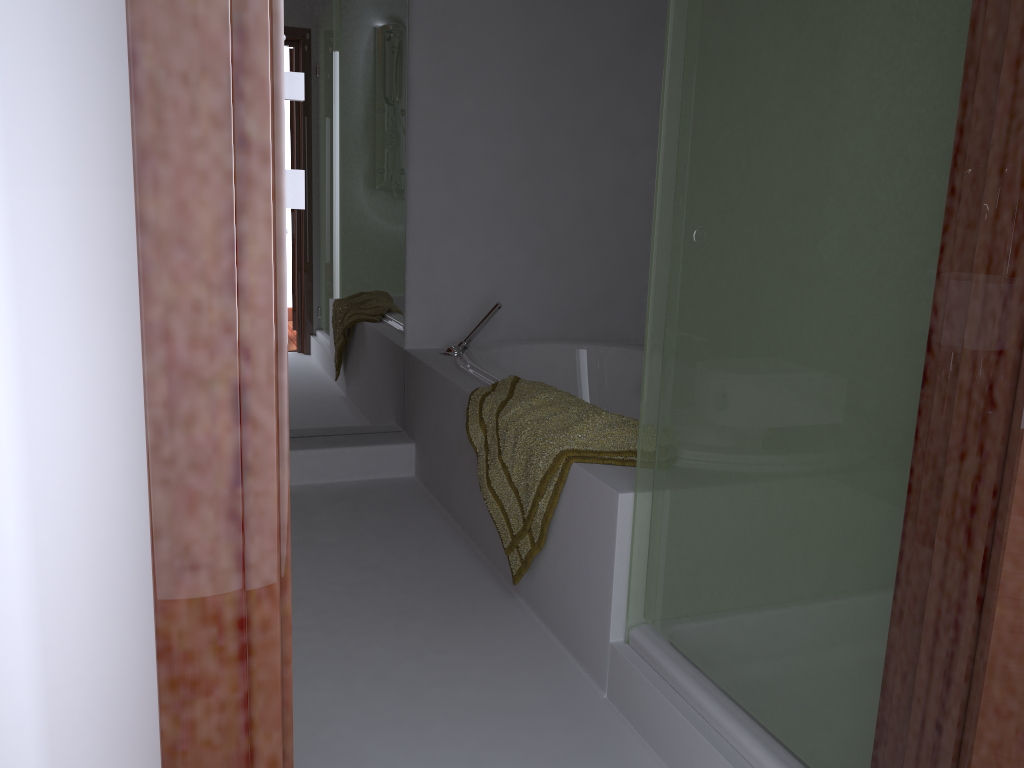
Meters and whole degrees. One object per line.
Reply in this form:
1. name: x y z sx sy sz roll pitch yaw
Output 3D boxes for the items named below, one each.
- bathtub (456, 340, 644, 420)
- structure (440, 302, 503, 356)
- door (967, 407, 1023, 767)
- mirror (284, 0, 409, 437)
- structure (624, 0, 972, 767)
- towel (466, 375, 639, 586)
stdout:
1. bathtub: 0.381 0.199 2.814 0.881 0.424 1.683 -2 12 -21
2. structure: -0.149 -0.190 3.315 0.239 0.257 0.112 4 12 10
3. door: 0.722 -0.093 0.566 0.095 1.780 0.708 -9 16 -44
4. mirror: -1.053 -0.862 2.981 1.433 2.183 0.019 -2 12 -21
5. structure: 0.873 -0.290 1.514 1.015 2.079 0.765 -2 12 -21
6. towel: 0.121 0.259 2.369 0.349 0.452 0.890 -4 13 -26
